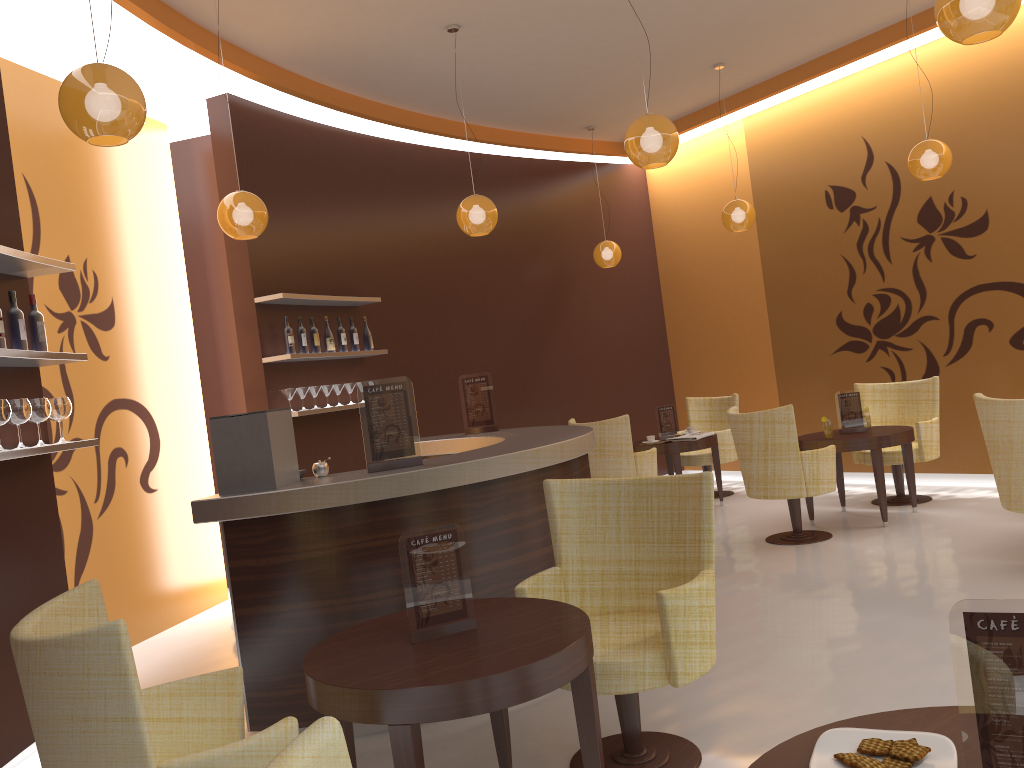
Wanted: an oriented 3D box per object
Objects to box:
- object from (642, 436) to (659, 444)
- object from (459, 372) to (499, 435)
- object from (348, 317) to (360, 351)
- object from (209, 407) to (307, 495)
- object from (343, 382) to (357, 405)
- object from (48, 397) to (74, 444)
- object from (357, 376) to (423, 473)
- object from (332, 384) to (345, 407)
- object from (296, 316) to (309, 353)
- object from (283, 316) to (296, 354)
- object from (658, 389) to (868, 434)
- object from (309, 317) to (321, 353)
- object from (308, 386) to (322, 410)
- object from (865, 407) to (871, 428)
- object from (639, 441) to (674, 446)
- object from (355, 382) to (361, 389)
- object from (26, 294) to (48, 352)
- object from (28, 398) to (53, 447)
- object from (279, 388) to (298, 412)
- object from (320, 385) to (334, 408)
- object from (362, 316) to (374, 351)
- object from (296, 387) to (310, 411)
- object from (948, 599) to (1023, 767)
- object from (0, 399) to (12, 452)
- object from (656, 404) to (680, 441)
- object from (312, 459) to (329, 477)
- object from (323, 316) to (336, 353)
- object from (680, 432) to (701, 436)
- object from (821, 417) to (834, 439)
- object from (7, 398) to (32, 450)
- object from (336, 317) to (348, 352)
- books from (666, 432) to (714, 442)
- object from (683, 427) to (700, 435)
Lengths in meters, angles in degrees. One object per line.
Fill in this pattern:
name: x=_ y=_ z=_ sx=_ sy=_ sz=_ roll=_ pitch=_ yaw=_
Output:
object: x=1.299 y=0.521 z=8.291 sx=0.153 sy=0.069 sz=0.153 roll=-7 pitch=0 yaw=-8
object: x=-0.235 y=0.133 z=6.134 sx=0.258 sy=0.414 sz=0.052 roll=-7 pitch=0 yaw=24
object: x=-1.319 y=-0.406 z=7.373 sx=0.073 sy=0.297 sz=0.073 roll=-7 pitch=0 yaw=3
object: x=-1.129 y=0.292 z=4.006 sx=0.270 sy=0.340 sz=0.373 roll=-7 pitch=0 yaw=10
object: x=-1.326 y=0.082 z=7.260 sx=0.137 sy=0.174 sz=0.137 roll=-7 pitch=0 yaw=30
object: x=-2.185 y=0.178 z=4.283 sx=0.125 sy=0.221 sz=0.125 roll=-7 pitch=0 yaw=-10
object: x=-0.556 y=0.180 z=4.035 sx=0.258 sy=0.414 sz=0.052 roll=-7 pitch=0 yaw=-21
object: x=-1.396 y=0.091 z=7.123 sx=0.137 sy=0.174 sz=0.137 roll=-7 pitch=0 yaw=30
object: x=-1.606 y=-0.367 z=6.780 sx=0.073 sy=0.297 sz=0.073 roll=-7 pitch=0 yaw=3
object: x=-1.669 y=-0.359 z=6.622 sx=0.073 sy=0.297 sz=0.073 roll=-7 pitch=0 yaw=3
object: x=2.114 y=0.288 z=7.762 sx=0.187 sy=0.335 sz=2.090 roll=-8 pitch=0 yaw=-38
object: x=-1.546 y=-0.376 z=6.924 sx=0.073 sy=0.297 sz=0.073 roll=-8 pitch=0 yaw=-37
object: x=-1.525 y=0.107 z=6.852 sx=0.137 sy=0.174 sz=0.137 roll=-7 pitch=0 yaw=30
object: x=2.876 y=0.274 z=7.198 sx=0.067 sy=0.171 sz=0.072 roll=-7 pitch=0 yaw=13
object: x=1.290 y=0.552 z=8.278 sx=0.239 sy=0.021 sz=0.464 roll=-7 pitch=0 yaw=-21
object: x=-1.251 y=0.072 z=7.397 sx=0.137 sy=0.174 sz=0.137 roll=-7 pitch=0 yaw=-10
object: x=-2.252 y=-0.276 z=4.196 sx=0.073 sy=0.297 sz=0.073 roll=-7 pitch=0 yaw=-25
object: x=-2.198 y=0.180 z=4.114 sx=0.125 sy=0.221 sz=0.125 roll=-7 pitch=0 yaw=-10
object: x=-1.645 y=0.124 z=6.566 sx=0.137 sy=0.174 sz=0.137 roll=-7 pitch=0 yaw=20
object: x=-1.457 y=0.100 z=6.990 sx=0.137 sy=0.174 sz=0.137 roll=-7 pitch=0 yaw=30
object: x=-1.234 y=-0.423 z=7.527 sx=0.086 sy=0.303 sz=0.086 roll=-7 pitch=0 yaw=-20
object: x=-1.585 y=0.115 z=6.709 sx=0.137 sy=0.174 sz=0.137 roll=-7 pitch=0 yaw=20
object: x=0.767 y=0.481 z=1.292 sx=0.209 sy=0.335 sz=0.042 roll=-7 pitch=0 yaw=30
object: x=-2.193 y=0.180 z=3.776 sx=0.125 sy=0.221 sz=0.125 roll=-7 pitch=0 yaw=-10
object: x=1.499 y=0.366 z=8.543 sx=0.209 sy=0.335 sz=0.042 roll=-7 pitch=0 yaw=-12
object: x=-0.892 y=0.394 z=4.134 sx=0.075 sy=0.077 sz=0.075 roll=-7 pitch=0 yaw=24
object: x=-1.472 y=-0.391 z=7.095 sx=0.086 sy=0.303 sz=0.086 roll=-7 pitch=0 yaw=39
object: x=1.780 y=0.487 z=8.705 sx=0.239 sy=0.021 sz=0.464 roll=-8 pitch=0 yaw=-38
object: x=2.426 y=0.333 z=6.806 sx=0.067 sy=0.171 sz=0.072 roll=-7 pitch=0 yaw=38
object: x=-2.196 y=0.180 z=3.943 sx=0.125 sy=0.221 sz=0.125 roll=-7 pitch=0 yaw=-10
object: x=-1.393 y=-0.396 z=7.233 sx=0.073 sy=0.297 sz=0.073 roll=-7 pitch=0 yaw=3
books: x=1.671 y=0.496 z=8.285 sx=0.367 sy=0.035 sz=0.345 roll=-8 pitch=0 yaw=-45
object: x=1.758 y=0.461 z=8.700 sx=0.153 sy=0.069 sz=0.153 roll=-7 pitch=0 yaw=39
